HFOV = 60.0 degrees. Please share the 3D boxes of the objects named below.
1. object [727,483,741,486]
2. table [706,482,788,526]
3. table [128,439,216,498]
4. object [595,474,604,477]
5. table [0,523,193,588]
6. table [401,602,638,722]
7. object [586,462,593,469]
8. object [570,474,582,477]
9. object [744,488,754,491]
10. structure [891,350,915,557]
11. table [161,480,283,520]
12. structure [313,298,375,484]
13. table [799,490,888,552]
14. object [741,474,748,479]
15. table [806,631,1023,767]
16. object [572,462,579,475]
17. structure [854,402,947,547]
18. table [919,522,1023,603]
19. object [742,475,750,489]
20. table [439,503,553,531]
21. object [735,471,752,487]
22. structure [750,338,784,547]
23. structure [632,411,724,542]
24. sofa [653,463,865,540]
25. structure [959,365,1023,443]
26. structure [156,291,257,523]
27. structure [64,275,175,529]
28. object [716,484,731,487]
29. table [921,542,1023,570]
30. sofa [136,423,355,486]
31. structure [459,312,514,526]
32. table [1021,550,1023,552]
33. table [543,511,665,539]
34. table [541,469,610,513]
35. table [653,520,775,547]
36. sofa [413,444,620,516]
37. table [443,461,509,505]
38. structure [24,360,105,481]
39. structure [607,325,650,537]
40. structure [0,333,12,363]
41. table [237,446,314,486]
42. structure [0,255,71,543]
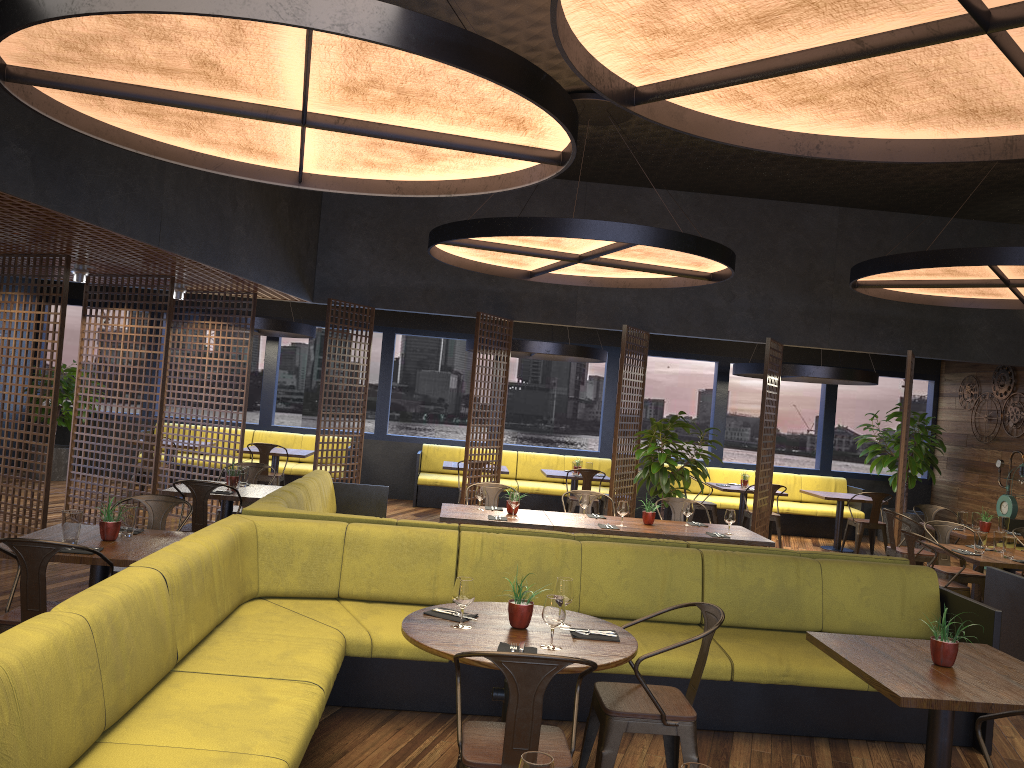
[{"bbox_3d":[3.243,1.448,12.790,0.255,0.019,0.157,5,-1,-4],"label":"object"},{"bbox_3d":[3.245,1.837,12.450,0.906,0.763,0.887,5,-1,-3],"label":"table"},{"bbox_3d":[-4.616,1.166,12.011,0.887,0.763,0.906,5,-1,-3],"label":"table"},{"bbox_3d":[1.212,1.269,12.321,0.157,0.019,0.255,5,-1,-4],"label":"object"},{"bbox_3d":[-2.298,1.257,4.956,0.887,0.763,0.906,5,-1,-3],"label":"table"},{"bbox_3d":[0.001,1.434,3.792,1.007,0.760,1.007,4,-1,34],"label":"table"},{"bbox_3d":[1.064,1.176,12.262,0.102,0.178,0.102,5,-1,-18],"label":"object"},{"bbox_3d":[0.920,1.240,11.998,0.255,0.019,0.157,5,-1,-4],"label":"object"},{"bbox_3d":[3.287,1.442,12.128,0.255,0.019,0.157,5,-1,-4],"label":"object"},{"bbox_3d":[4.767,0.969,10.820,0.050,2.700,0.852,4,-1,27],"label":"structure"},{"bbox_3d":[-2.454,1.284,7.651,0.887,0.763,0.906,5,-1,-3],"label":"table"},{"bbox_3d":[-1.998,0.392,10.445,0.050,2.700,0.852,4,-1,27],"label":"structure"},{"bbox_3d":[4.637,1.956,12.524,0.887,0.763,0.906,5,-1,-3],"label":"table"},{"bbox_3d":[3.310,1.371,12.635,0.102,0.178,0.102,5,-1,-18],"label":"object"},{"bbox_3d":[1.835,1.589,3.783,0.887,0.763,0.906,5,-1,-3],"label":"table"},{"bbox_3d":[0.867,1.158,12.155,0.102,0.178,0.102,5,-1,-18],"label":"object"},{"bbox_3d":[6.078,1.383,13.765,1.493,2.184,1.272,5,-1,-3],"label":"structure"},{"bbox_3d":[4.907,1.931,9.297,0.887,0.763,0.906,5,-1,-3],"label":"table"},{"bbox_3d":[3.234,1.360,12.284,0.102,0.178,0.102,5,-1,-18],"label":"object"},{"bbox_3d":[-0.178,1.474,7.476,0.906,0.763,0.887,5,-1,-3],"label":"table"},{"bbox_3d":[3.264,1.318,12.459,0.238,0.271,0.260,5,-1,18],"label":"object"},{"bbox_3d":[3.076,0.825,10.726,0.050,2.700,0.852,4,-1,27],"label":"structure"},{"bbox_3d":[1.736,1.172,9.995,1.166,1.763,0.993,5,-1,-33],"label":"structure"},{"bbox_3d":[3.835,1.831,13.796,3.061,0.914,0.966,5,-1,-3],"label":"sofa"},{"bbox_3d":[7.013,0.286,12.985,0.058,1.178,1.791,5,-1,-3],"label":"structure"},{"bbox_3d":[-3.655,0.253,10.504,1.319,2.700,0.050,4,-1,27],"label":"structure"},{"bbox_3d":[-4.195,0.191,9.430,1.319,2.700,0.050,4,-1,27],"label":"structure"},{"bbox_3d":[2.963,1.420,12.467,0.157,0.019,0.255,5,-1,-4],"label":"object"},{"bbox_3d":[4.127,1.839,7.563,0.887,0.763,0.906,5,-1,-3],"label":"table"},{"bbox_3d":[-3.988,1.163,13.362,3.061,0.914,0.966,5,-1,-3],"label":"sofa"},{"bbox_3d":[-0.307,0.536,10.538,0.050,2.700,0.852,4,-1,27],"label":"structure"},{"bbox_3d":[5.055,1.918,7.614,0.887,0.763,0.906,5,-1,-3],"label":"table"},{"bbox_3d":[0.724,1.551,7.526,0.906,0.763,0.887,5,-1,-3],"label":"table"},{"bbox_3d":[0.857,1.633,12.318,0.906,0.763,0.887,5,-1,-3],"label":"table"},{"bbox_3d":[1.623,1.627,7.581,0.906,0.763,0.887,5,-1,-3],"label":"table"},{"bbox_3d":[0.065,1.509,13.587,3.061,0.914,0.966,5,-1,-3],"label":"sofa"},{"bbox_3d":[-0.537,1.514,12.237,0.887,0.763,0.906,5,-1,-3],"label":"table"},{"bbox_3d":[-6.664,0.509,13.139,1.166,1.763,0.993,5,-1,-33],"label":"structure"},{"bbox_3d":[1.385,0.681,10.632,0.050,2.700,0.852,4,-1,27],"label":"structure"},{"bbox_3d":[-7.133,-0.442,11.869,0.293,0.563,1.220,5,-1,-3],"label":"structure"},{"bbox_3d":[-3.223,1.285,12.088,0.887,0.763,0.906,5,-1,-3],"label":"table"},{"bbox_3d":[-4.735,0.130,8.356,1.319,2.700,0.050,4,-1,27],"label":"structure"}]
